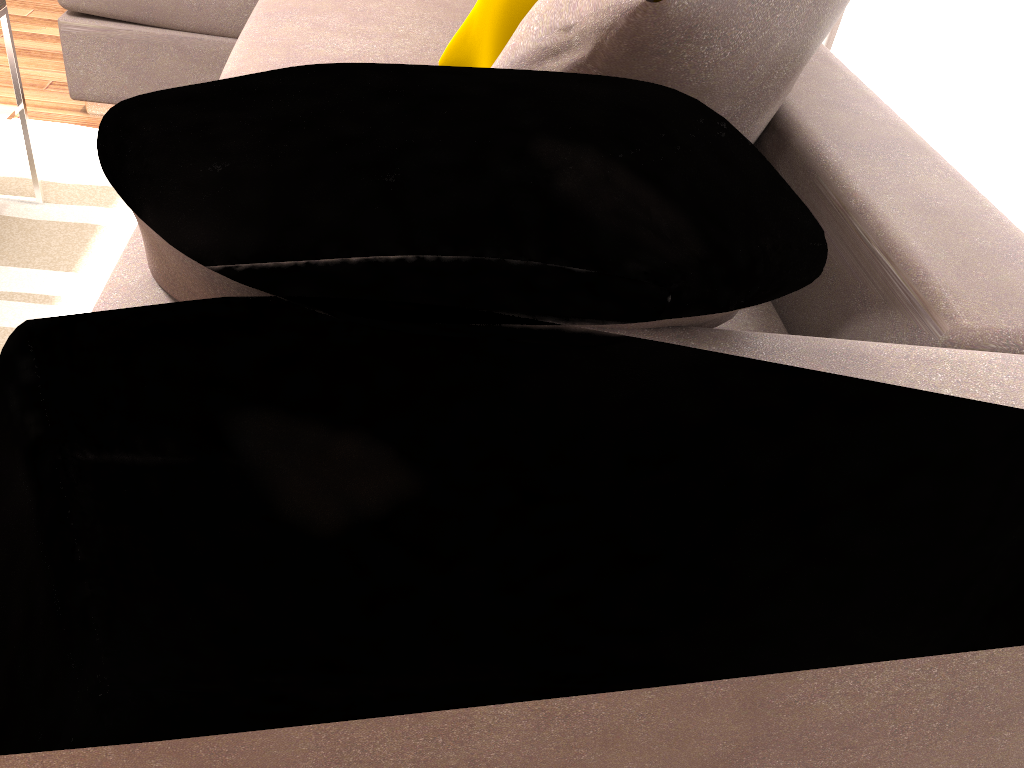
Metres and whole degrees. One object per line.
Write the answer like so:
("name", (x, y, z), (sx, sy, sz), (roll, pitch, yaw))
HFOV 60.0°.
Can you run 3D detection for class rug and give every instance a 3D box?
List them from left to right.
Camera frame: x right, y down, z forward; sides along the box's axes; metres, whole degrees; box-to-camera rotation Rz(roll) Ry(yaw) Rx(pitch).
("rug", (-1.620, -0.158, 1.839), (1.791, 0.024, 2.122), (4, 38, -8))

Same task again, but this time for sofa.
("sofa", (-0.352, -0.739, 2.282), (1.906, 0.776, 3.565), (4, 38, -8))

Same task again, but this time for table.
("table", (-1.576, -0.381, 1.676), (0.856, 0.558, 1.110), (4, 38, -8))

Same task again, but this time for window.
("window", (1.006, -0.750, 1.241), (0.020, 2.419, 1.983), (4, 38, -8))

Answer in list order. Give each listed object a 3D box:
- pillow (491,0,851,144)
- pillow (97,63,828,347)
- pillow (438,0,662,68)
("pillow", (0.257, -0.520, 1.287), (0.399, 0.635, 0.811), (35, 44, 29))
("pillow", (-0.058, -0.144, 0.962), (0.749, 0.470, 0.560), (2, 38, -11))
("pillow", (0.115, -0.718, 1.696), (0.382, 0.492, 0.658), (-3, 39, -17))
